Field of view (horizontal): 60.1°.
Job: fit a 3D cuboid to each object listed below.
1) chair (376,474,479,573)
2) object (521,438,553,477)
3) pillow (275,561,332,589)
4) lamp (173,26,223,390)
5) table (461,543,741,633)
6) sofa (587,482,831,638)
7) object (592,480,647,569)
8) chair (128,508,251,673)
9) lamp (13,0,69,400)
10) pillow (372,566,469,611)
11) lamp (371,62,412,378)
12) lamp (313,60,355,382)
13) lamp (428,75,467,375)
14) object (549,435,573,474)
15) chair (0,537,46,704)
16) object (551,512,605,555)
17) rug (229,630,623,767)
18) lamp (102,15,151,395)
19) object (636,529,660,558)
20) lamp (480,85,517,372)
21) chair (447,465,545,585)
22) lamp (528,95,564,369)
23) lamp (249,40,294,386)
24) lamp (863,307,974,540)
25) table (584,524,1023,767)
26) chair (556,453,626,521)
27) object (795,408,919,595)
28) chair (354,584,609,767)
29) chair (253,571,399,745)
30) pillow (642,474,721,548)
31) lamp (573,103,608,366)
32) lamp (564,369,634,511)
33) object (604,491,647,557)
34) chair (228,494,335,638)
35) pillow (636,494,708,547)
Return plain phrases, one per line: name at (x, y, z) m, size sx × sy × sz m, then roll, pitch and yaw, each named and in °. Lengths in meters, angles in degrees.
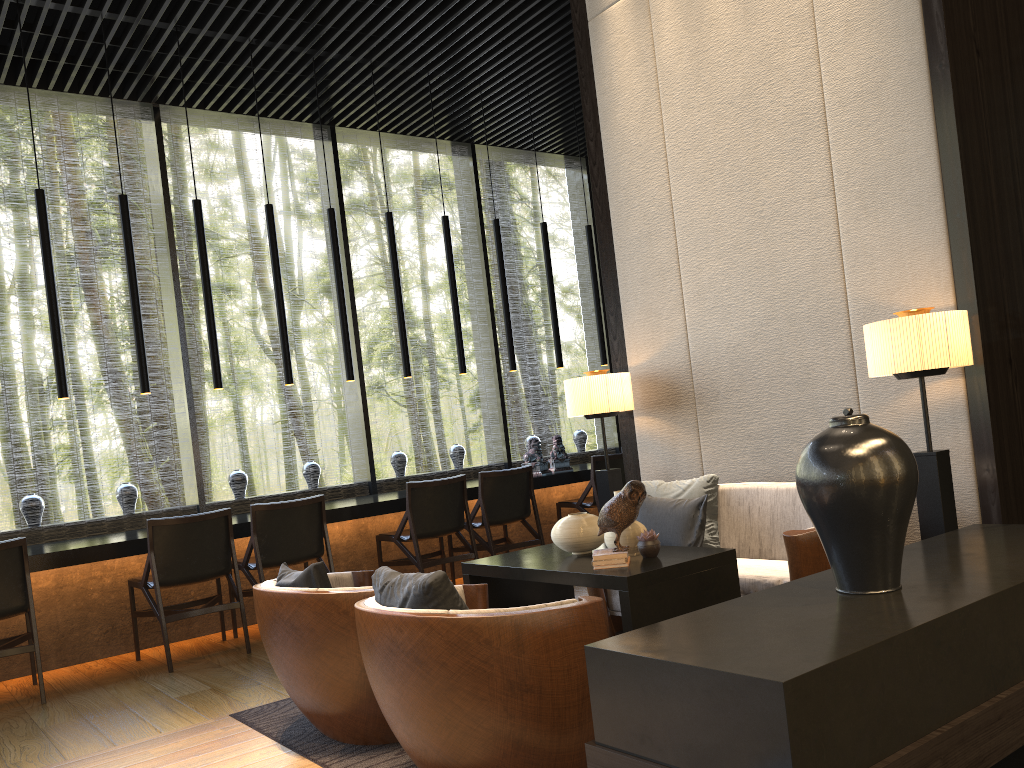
chair at (-0.569, 1.058, 6.037) m, size 0.524 × 0.827 × 0.565 m, roll -6°, pitch -1°, yaw -37°
object at (0.180, 0.589, 7.134) m, size 0.208 × 0.310 × 0.161 m, roll -7°, pitch -1°, yaw 33°
pillow at (-0.759, 0.816, 3.303) m, size 0.204 × 0.338 × 0.443 m, roll -6°, pitch -2°, yaw -30°
lamp at (-2.089, -1.166, 5.880) m, size 0.060 × 2.420 × 0.060 m, roll -7°, pitch 0°, yaw -42°
table at (0.344, 0.960, 3.618) m, size 0.574 × 0.517 × 1.046 m, roll -5°, pitch -3°, yaw -37°
sofa at (0.962, 0.830, 4.075) m, size 0.601 × 0.693 × 1.455 m, roll -6°, pitch -3°, yaw -37°
object at (0.403, 0.520, 3.325) m, size 0.229 × 0.309 × 0.174 m, roll -7°, pitch -1°, yaw 9°
chair at (-1.858, 1.152, 5.076) m, size 0.524 × 0.827 × 0.565 m, roll -6°, pitch -1°, yaw -37°
lamp at (-2.836, -1.112, 5.324) m, size 0.060 × 2.420 × 0.060 m, roll -7°, pitch 0°, yaw -42°
pillow at (-0.251, 0.713, 2.614) m, size 0.221 × 0.362 × 0.400 m, roll -6°, pitch -2°, yaw -36°
lamp at (-0.933, -1.250, 6.741) m, size 0.060 × 2.420 × 0.060 m, roll -7°, pitch 0°, yaw -42°
lamp at (-1.316, -1.222, 6.456) m, size 0.060 × 2.420 × 0.060 m, roll -7°, pitch 0°, yaw -42°
lamp at (-0.527, -1.279, 7.043) m, size 0.060 × 2.420 × 0.060 m, roll -7°, pitch 0°, yaw -42°
object at (0.383, 0.572, 7.279) m, size 0.163 × 0.313 × 0.209 m, roll -6°, pitch -1°, yaw -12°
chair at (-2.688, 1.212, 4.458) m, size 0.524 × 0.827 × 0.565 m, roll -6°, pitch -1°, yaw -37°
object at (0.286, 0.630, 3.731) m, size 0.245 × 0.168 × 0.245 m, roll -7°, pitch -2°, yaw 11°
rug at (0.290, 1.226, 3.619) m, size 2.234 × 0.008 × 2.049 m, roll -4°, pitch -4°, yaw -37°
lamp at (-2.458, -1.139, 5.605) m, size 0.060 × 2.420 × 0.060 m, roll -7°, pitch 0°, yaw -42°
object at (0.526, 0.610, 3.405) m, size 0.092 × 0.112 × 0.091 m, roll -7°, pitch -1°, yaw 16°
lamp at (-0.129, -1.308, 7.340) m, size 0.060 × 2.420 × 0.060 m, roll -7°, pitch 0°, yaw -42°
chair at (-0.110, 1.025, 6.379) m, size 0.524 × 0.827 × 0.565 m, roll -6°, pitch -1°, yaw -37°
lamp at (0.277, -1.337, 7.642) m, size 0.060 × 2.420 × 0.060 m, roll -7°, pitch 0°, yaw -42°
lamp at (-1.691, -1.195, 6.176) m, size 0.060 × 2.420 × 0.060 m, roll -7°, pitch 0°, yaw -42°
lamp at (1.650, 0.384, 3.471) m, size 0.375 × 1.350 × 0.374 m, roll -7°, pitch 0°, yaw 11°
table at (1.144, 0.798, 2.485) m, size 1.954 × 0.513 × 0.622 m, roll -4°, pitch -3°, yaw -37°
chair at (0.720, 0.965, 6.997) m, size 0.524 × 0.827 × 0.565 m, roll -6°, pitch -1°, yaw -37°
object at (0.940, 0.310, 2.405) m, size 0.312 × 0.492 × 0.310 m, roll -7°, pitch -1°, yaw 42°
chair at (-0.131, 0.921, 2.683) m, size 0.604 × 0.604 × 0.807 m, roll -5°, pitch -2°, yaw -37°
chair at (-0.637, 1.020, 3.371) m, size 0.604 × 0.604 × 0.807 m, roll -5°, pitch -2°, yaw -37°
pillow at (0.820, 0.664, 4.402) m, size 0.434 × 0.399 × 0.200 m, roll -8°, pitch -1°, yaw 32°
lamp at (0.690, -1.367, 7.950) m, size 0.060 × 2.420 × 0.060 m, roll -7°, pitch 0°, yaw -42°
lamp at (0.550, 0.600, 4.968) m, size 0.374 × 1.350 × 0.375 m, roll -7°, pitch 0°, yaw -7°
object at (0.446, 0.552, 3.507) m, size 0.174 × 0.257 × 0.175 m, roll -6°, pitch -1°, yaw -17°
chair at (-1.399, 1.118, 5.418) m, size 0.524 × 0.827 × 0.565 m, roll -6°, pitch -1°, yaw -37°
pillow at (0.758, 0.682, 4.229) m, size 0.218 × 0.361 × 0.473 m, roll -6°, pitch -2°, yaw -40°
